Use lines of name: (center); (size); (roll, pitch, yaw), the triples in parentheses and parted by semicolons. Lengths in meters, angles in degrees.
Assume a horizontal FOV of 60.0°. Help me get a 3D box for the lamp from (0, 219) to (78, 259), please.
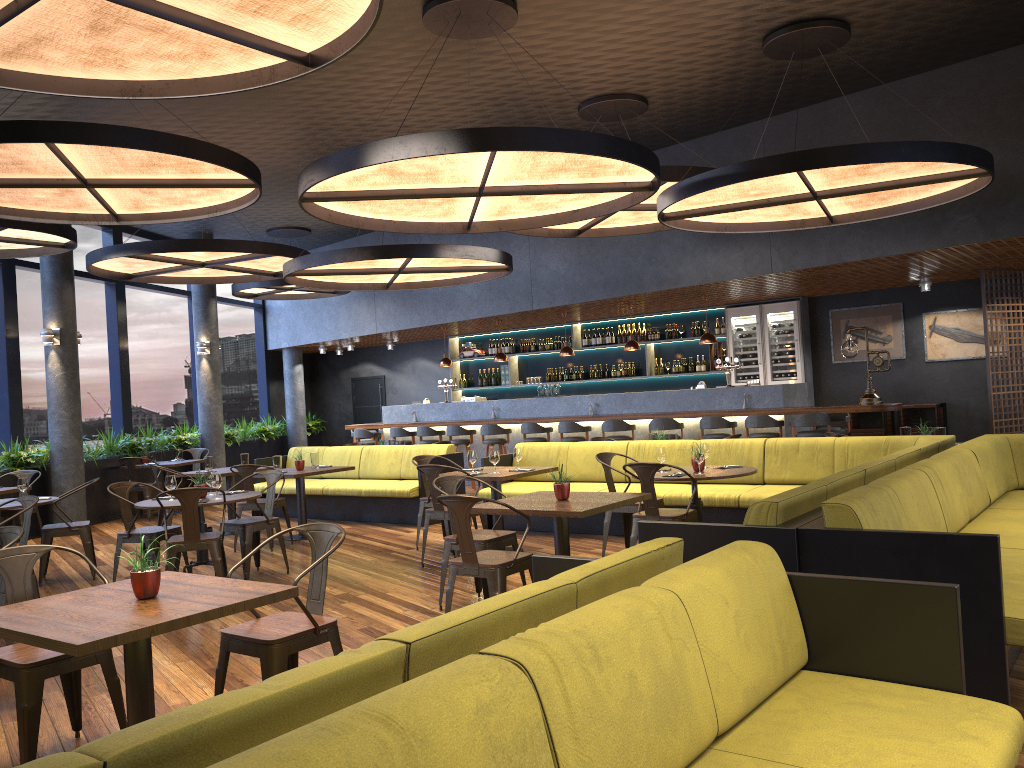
lamp: (-5.799, -2.053, 9.532); (1.979, 1.093, 1.979); (-3, -1, 0)

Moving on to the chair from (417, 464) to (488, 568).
chair: (-0.533, 1.141, 7.823); (0.504, 0.917, 0.541); (-4, -1, 37)

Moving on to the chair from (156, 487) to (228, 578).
chair: (-2.475, 1.244, 6.921); (0.504, 0.917, 0.541); (-3, -1, -14)

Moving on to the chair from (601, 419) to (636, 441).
chair: (1.530, 1.013, 12.503); (0.483, 1.048, 0.438); (-3, -1, -3)

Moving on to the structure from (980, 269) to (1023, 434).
structure: (6.586, -0.123, 11.393); (1.319, 2.700, 0.050); (-3, -1, -24)

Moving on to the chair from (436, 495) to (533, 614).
chair: (-0.144, 1.087, 5.301); (0.504, 0.917, 0.541); (-4, -1, 37)

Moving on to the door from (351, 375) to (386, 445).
door: (-3.067, 0.863, 19.283); (1.012, 2.056, 0.137); (-4, -1, 36)

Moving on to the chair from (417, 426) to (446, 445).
chair: (-1.308, 1.206, 14.624); (0.483, 1.048, 0.438); (-3, -1, 8)

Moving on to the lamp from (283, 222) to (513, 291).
lamp: (-1.416, -2.056, 10.889); (2.778, 1.475, 2.778); (-3, -1, 1)

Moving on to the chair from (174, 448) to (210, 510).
chair: (-5.019, 1.479, 13.928); (0.504, 0.917, 0.541); (-3, -1, 2)

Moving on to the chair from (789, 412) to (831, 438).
chair: (3.675, 0.867, 10.880); (0.483, 1.048, 0.438); (-4, -1, 28)

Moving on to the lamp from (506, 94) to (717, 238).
lamp: (1.116, -2.399, 9.497); (2.778, 1.159, 2.778); (-3, -1, -3)

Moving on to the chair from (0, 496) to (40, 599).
chair: (-3.787, 1.316, 6.553); (0.504, 0.917, 0.541); (-4, -1, 37)

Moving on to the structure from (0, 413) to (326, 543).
structure: (-5.936, 1.271, 12.642); (0.808, 1.413, 17.112); (-3, -1, 11)

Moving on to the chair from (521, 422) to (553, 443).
chair: (0.400, 1.090, 13.358); (0.483, 1.048, 0.438); (-3, -1, 8)

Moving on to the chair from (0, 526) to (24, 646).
chair: (-2.828, 1.236, 4.608); (0.504, 0.917, 0.541); (-4, -1, 37)

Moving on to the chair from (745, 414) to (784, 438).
chair: (3.196, 0.899, 11.221); (0.438, 1.048, 0.483); (-3, -1, -25)

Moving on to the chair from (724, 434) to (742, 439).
chair: (2.212, 1.001, 9.537); (0.541, 0.917, 0.504); (-4, -1, 37)

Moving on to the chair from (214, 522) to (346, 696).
chair: (-1.014, 1.122, 3.993); (0.504, 0.917, 0.541); (-4, -1, 37)

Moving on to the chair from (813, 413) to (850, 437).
chair: (4.113, 0.848, 11.410); (0.483, 1.048, 0.438); (-3, -1, 8)

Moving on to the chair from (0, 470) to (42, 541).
chair: (-5.755, 1.478, 10.285); (0.504, 0.917, 0.541); (-3, -1, 0)

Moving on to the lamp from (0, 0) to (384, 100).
lamp: (-1.994, -2.286, 3.875); (2.778, 1.159, 2.778); (-4, -1, 26)

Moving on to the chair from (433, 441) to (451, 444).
chair: (-1.075, 1.223, 11.856); (0.541, 0.917, 0.504); (-4, -1, 37)

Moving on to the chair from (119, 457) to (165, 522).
chair: (-5.263, 1.478, 12.621); (0.504, 0.917, 0.541); (-3, -1, 11)

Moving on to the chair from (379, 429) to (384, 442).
chair: (-2.303, 1.292, 16.933); (0.438, 1.048, 0.483); (-3, -1, 8)

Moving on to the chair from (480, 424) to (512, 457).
chair: (-0.246, 1.132, 13.692); (0.438, 1.048, 0.483); (-3, -1, -34)

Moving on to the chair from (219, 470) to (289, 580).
chair: (-2.291, 1.245, 7.859); (0.504, 0.917, 0.541); (-4, -1, 37)

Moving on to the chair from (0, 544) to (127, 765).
chair: (-2.023, 1.179, 3.842); (0.541, 0.917, 0.504); (-4, -1, 37)

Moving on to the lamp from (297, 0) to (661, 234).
lamp: (-0.286, -2.171, 6.943); (2.778, 1.475, 2.778); (-3, -1, -4)

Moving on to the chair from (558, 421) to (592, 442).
chair: (0.917, 1.054, 12.908); (0.438, 1.048, 0.483); (-3, -1, -25)

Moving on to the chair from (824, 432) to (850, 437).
chair: (3.370, 0.923, 8.662); (0.541, 0.917, 0.504); (-4, -1, 37)

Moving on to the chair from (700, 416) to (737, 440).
chair: (2.736, 0.932, 11.644); (0.483, 1.048, 0.438); (-3, -1, 8)

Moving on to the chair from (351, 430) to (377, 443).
chair: (-2.709, 1.309, 16.383); (0.483, 1.048, 0.438); (-3, -1, -25)

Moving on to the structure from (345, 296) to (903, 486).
structure: (1.529, 0.208, 14.183); (9.298, 2.700, 2.700); (-4, -1, 36)

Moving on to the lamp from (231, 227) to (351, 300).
lamp: (-3.796, -2.100, 15.199); (1.979, 1.093, 1.979); (-3, -1, 0)

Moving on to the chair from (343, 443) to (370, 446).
chair: (-2.089, 1.291, 12.607); (0.541, 0.917, 0.504); (-4, -1, 37)

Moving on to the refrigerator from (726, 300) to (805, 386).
refrigerator: (3.995, -0.175, 13.774); (1.159, 2.109, 0.454); (-4, -1, 36)

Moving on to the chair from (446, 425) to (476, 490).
chair: (-0.805, 1.170, 14.157); (0.438, 1.048, 0.483); (-3, -1, -25)

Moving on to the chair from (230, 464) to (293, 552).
chair: (-2.670, 1.286, 9.394); (0.504, 0.917, 0.541); (-4, -1, 14)

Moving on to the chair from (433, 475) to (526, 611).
chair: (-0.250, 1.105, 6.246); (0.541, 0.917, 0.504); (-4, -1, 37)

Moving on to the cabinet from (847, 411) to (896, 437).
cabinet: (5.216, 0.824, 12.860); (0.553, 1.007, 0.473); (-4, -1, 36)

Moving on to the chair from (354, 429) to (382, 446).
chair: (-2.482, 1.284, 15.422); (0.483, 1.048, 0.438); (-3, -1, 8)

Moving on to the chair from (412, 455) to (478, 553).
chair: (-0.685, 1.162, 8.792); (0.541, 0.917, 0.504); (-4, -1, 37)

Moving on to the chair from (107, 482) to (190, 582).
chair: (-3.119, 1.289, 7.564); (0.541, 0.917, 0.504); (-4, -1, 18)

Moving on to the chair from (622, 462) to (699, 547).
chair: (1.151, 1.029, 6.769); (0.504, 0.917, 0.541); (-4, -1, 37)

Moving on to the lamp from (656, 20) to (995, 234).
lamp: (2.649, -2.332, 7.855); (2.778, 1.475, 2.778); (-4, -1, 40)

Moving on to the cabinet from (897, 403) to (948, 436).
cabinet: (5.774, 0.786, 12.447); (0.553, 1.007, 0.473); (-4, -1, 36)

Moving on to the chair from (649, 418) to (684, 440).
chair: (2.110, 0.974, 12.101); (0.438, 1.048, 0.483); (-3, -1, -39)

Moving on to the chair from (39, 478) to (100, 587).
chair: (-4.111, 1.356, 8.268); (0.541, 0.917, 0.504); (-3, -1, -23)

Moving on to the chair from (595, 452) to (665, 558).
chair: (1.027, 1.047, 7.643); (0.541, 0.917, 0.504); (-4, -1, 37)

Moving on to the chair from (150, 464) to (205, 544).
chair: (-3.907, 1.370, 10.338); (0.541, 0.917, 0.504); (-3, -1, -35)

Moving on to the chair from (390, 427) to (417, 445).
chair: (-1.795, 1.238, 14.969); (0.483, 1.048, 0.438); (-3, -1, 8)

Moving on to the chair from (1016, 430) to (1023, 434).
chair: (4.370, 0.855, 7.921); (0.541, 0.917, 0.504); (-4, -1, 37)

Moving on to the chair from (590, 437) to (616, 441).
chair: (1.213, 1.069, 10.276); (0.541, 0.917, 0.504); (-4, -1, 37)

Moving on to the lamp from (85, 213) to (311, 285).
lamp: (-4.061, -2.070, 11.599); (2.778, 1.159, 2.778); (-3, -1, -18)
